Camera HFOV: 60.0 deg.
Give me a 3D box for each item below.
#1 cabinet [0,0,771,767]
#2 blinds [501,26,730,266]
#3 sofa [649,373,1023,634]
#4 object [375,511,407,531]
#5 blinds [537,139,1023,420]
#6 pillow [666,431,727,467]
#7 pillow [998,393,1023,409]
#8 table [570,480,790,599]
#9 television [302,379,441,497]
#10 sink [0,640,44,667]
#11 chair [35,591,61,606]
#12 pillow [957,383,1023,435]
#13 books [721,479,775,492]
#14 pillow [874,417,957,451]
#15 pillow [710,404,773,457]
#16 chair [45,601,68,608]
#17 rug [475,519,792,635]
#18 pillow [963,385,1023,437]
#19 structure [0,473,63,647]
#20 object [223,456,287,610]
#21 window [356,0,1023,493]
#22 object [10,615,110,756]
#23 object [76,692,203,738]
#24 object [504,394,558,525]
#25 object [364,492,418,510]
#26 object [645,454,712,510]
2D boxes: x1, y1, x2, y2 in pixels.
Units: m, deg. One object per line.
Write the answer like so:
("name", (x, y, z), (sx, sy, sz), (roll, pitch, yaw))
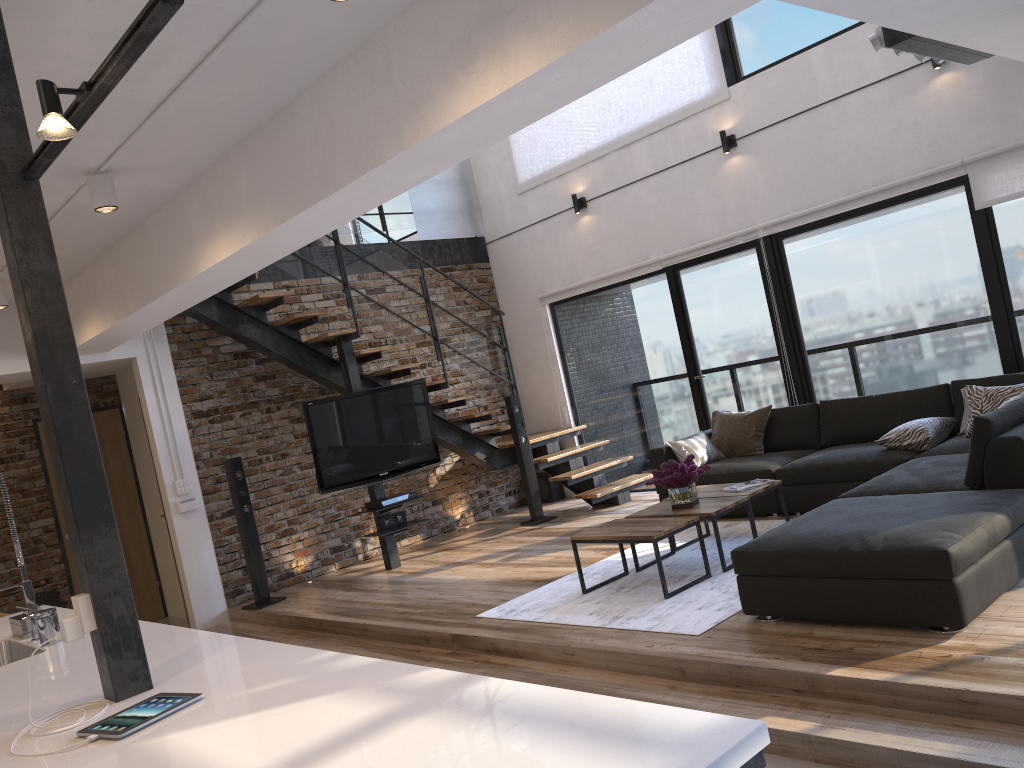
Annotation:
("cabinet", (-2.786, 0.683, 3.170), (2.469, 2.872, 9.129), (-13, 0, -42))
("blinds", (-0.641, -2.570, 8.370), (10.216, 2.976, 1.992), (-12, 1, 27))
("sofa", (1.738, 0.599, 5.475), (2.994, 0.700, 3.048), (-12, 0, -42))
("object", (-1.006, 1.144, 7.406), (0.246, 0.112, 0.089), (-12, 0, -42))
("blinds", (2.228, -0.303, 7.216), (0.095, 2.044, 5.377), (-13, 1, -42))
("pillow", (1.454, 0.526, 6.933), (0.498, 0.266, 0.212), (-12, 0, -41))
("pillow", (2.817, 0.210, 4.995), (0.546, 0.309, 0.273), (-12, 0, -42))
("table", (1.068, 0.921, 5.390), (1.296, 0.350, 0.698), (-12, 0, -42))
("television", (-1.155, 0.438, 7.365), (1.205, 0.783, 0.136), (-12, 1, -42))
("sink", (-2.069, 1.179, 3.421), (0.405, 0.203, 0.707), (-12, 0, -42))
("chair", (-3.307, 1.869, 6.064), (0.520, 0.768, 0.539), (-12, 1, 43))
("pillow", (3.085, 0.144, 5.528), (0.234, 0.294, 0.612), (-13, 0, -41))
("books", (1.494, 0.643, 5.616), (0.294, 0.013, 0.229), (-12, 0, -21))
("pillow", (2.642, 0.327, 5.781), (0.530, 0.178, 0.356), (-12, 0, -44))
("pillow", (1.783, 0.387, 7.045), (0.264, 0.382, 0.610), (-13, 1, -42))
("chair", (-2.942, 1.790, 5.444), (0.539, 0.768, 0.520), (-13, 1, -42))
("rug", (1.082, 1.097, 5.364), (2.109, 0.003, 1.639), (-12, 0, -42))
("pillow", (3.009, 0.138, 5.376), (0.250, 0.314, 0.532), (-13, 0, -38))
("structure", (-2.025, 0.640, 3.624), (0.392, 0.813, 0.507), (-12, 1, -3))
("object", (-2.117, 1.183, 7.118), (0.271, 1.206, 0.270), (-12, 1, 38))
("window", (0.576, -1.432, 6.253), (5.654, 5.568, 13.418), (-13, 0, -42))
("object", (-1.145, 0.737, 2.192), (0.214, 0.246, 0.418), (-12, 0, -21))
("object", (-0.899, 0.804, 2.153), (0.188, 0.013, 0.240), (-12, 0, 33))
("object", (0.123, 0.696, 8.249), (0.270, 1.206, 0.271), (-13, 1, -37))
("object", (-0.995, 0.966, 7.341), (0.359, 0.058, 0.275), (-12, 0, -42))
("object", (1.022, 0.577, 5.385), (0.374, 0.343, 0.342), (-13, 1, -41))
